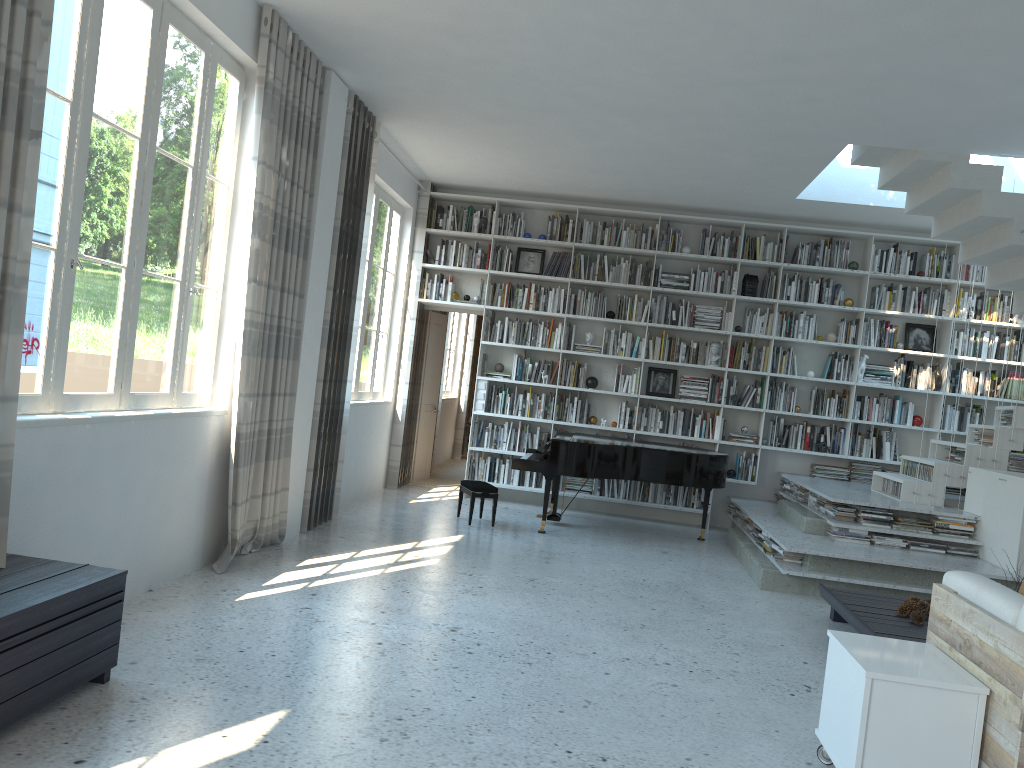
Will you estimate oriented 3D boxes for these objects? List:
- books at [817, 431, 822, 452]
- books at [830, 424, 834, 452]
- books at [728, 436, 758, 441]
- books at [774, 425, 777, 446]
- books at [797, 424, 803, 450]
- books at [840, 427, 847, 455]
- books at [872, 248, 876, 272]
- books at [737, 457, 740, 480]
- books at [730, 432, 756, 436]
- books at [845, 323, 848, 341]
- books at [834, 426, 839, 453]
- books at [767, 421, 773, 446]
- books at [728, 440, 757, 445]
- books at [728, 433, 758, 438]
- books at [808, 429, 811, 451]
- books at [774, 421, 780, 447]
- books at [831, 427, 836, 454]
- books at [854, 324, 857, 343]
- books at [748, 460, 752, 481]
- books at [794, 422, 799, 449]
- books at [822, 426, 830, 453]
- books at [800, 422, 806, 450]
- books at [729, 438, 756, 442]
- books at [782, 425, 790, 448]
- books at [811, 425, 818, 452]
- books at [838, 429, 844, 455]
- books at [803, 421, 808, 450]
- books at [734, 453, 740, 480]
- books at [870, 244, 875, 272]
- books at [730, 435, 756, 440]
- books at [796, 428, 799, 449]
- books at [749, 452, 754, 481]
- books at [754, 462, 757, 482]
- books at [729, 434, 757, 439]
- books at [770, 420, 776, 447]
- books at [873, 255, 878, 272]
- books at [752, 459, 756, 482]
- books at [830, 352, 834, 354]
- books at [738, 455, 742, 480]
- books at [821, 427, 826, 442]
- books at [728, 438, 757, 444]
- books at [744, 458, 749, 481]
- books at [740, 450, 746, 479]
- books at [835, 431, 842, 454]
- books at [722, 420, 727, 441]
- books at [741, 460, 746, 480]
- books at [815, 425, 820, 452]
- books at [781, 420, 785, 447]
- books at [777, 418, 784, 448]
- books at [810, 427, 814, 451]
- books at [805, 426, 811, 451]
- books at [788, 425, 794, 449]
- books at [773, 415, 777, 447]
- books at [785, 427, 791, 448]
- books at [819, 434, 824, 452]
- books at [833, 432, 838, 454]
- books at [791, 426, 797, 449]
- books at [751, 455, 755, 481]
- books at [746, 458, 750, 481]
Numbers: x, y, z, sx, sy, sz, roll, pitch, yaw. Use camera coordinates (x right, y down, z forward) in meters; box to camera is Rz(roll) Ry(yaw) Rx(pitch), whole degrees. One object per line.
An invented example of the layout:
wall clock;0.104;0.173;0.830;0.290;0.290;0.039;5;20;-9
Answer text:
books;3.110;0.581;9.023;0.022;0.211;0.135;7;1;6
books;3.235;0.554;9.008;0.013;0.294;0.134;7;1;6
books;2.352;0.558;9.047;0.285;0.012;0.159;7;0;9
books;2.679;0.517;9.074;0.015;0.240;0.152;7;1;6
books;2.914;0.538;9.031;0.025;0.252;0.181;7;1;6
books;3.347;0.578;8.986;0.025;0.272;0.171;7;1;6
books;3.630;-1.233;8.959;0.014;0.264;0.140;7;1;6
books;2.294;0.854;9.028;0.012;0.229;0.129;7;1;6
books;2.357;0.509;9.042;0.254;0.012;0.161;7;0;15
books;3.374;-0.506;9.006;0.011;0.228;0.131;7;1;6
books;3.282;0.565;9.018;0.012;0.282;0.143;7;1;6
books;2.633;0.505;9.073;0.012;0.254;0.161;7;1;6
books;2.348;0.594;9.048;0.285;0.012;0.159;7;0;9
books;2.357;0.521;9.049;0.285;0.012;0.159;7;0;10
books;3.017;0.557;9.034;0.025;0.238;0.156;7;1;6
books;2.696;0.511;9.047;0.023;0.256;0.178;7;1;6
books;3.250;0.570;9.008;0.021;0.265;0.150;7;1;6
books;3.452;-0.493;8.981;0.013;0.221;0.155;7;1;6
books;2.398;0.875;8.991;0.011;0.212;0.178;7;1;6
books;2.884;0.527;9.045;0.014;0.268;0.171;7;1;6
books;3.192;0.563;9.004;0.070;0.266;0.186;7;1;6
books;2.960;0.527;9.045;0.012;0.285;0.159;7;1;6
books;2.351;0.570;9.049;0.254;0.012;0.161;7;0;12
books;2.779;0.533;9.053;0.065;0.231;0.162;7;1;6
books;3.063;0.550;9.019;0.026;0.262;0.173;7;1;6
books;3.321;0.582;8.989;0.026;0.258;0.156;7;1;6
books;2.970;0.524;9.022;0.012;0.293;0.175;7;1;6
books;2.286;0.836;9.020;0.005;0.264;0.162;7;1;6
books;3.610;-1.251;8.952;0.028;0.294;0.150;7;1;6
books;2.355;0.546;9.051;0.254;0.012;0.161;7;0;11
books;2.895;0.551;9.050;0.012;0.221;0.153;7;1;6
books;2.419;0.840;8.996;0.021;0.285;0.172;7;1;6
books;2.461;0.885;9.012;0.012;0.206;0.160;7;1;6
books;2.354;0.533;9.040;0.254;0.012;0.161;7;0;6
books;2.649;0.502;9.051;0.023;0.262;0.186;7;1;6
books;3.641;-1.191;8.930;0.022;0.182;0.190;7;1;6
books;2.448;0.870;9.001;0.013;0.233;0.149;7;1;6
books;3.245;-0.181;9.014;0.016;0.290;0.135;7;1;6
books;2.306;0.847;9.009;0.014;0.246;0.176;7;1;6
books;3.153;0.567;9.014;0.012;0.249;0.164;7;1;6
books;2.351;0.582;9.052;0.285;0.012;0.159;7;0;11
books;2.369;0.865;8.995;0.026;0.225;0.175;7;1;6
books;2.335;0.823;9.025;0.032;0.300;0.149;7;1;6
books;3.294;0.594;8.985;0.025;0.228;0.175;7;1;6
books;2.176;0.473;9.133;0.030;0.210;0.136;7;1;6
books;2.351;0.874;9.022;0.013;0.202;0.139;7;1;6
books;3.089;0.553;9.023;0.026;0.263;0.169;7;1;6
books;2.744;0.506;9.050;0.010;0.277;0.174;7;1;6
books;2.724;0.495;9.043;0.030;0.294;0.188;7;1;6
books;3.041;0.557;9.038;0.021;0.242;0.131;7;1;6
books;2.989;0.551;9.023;0.031;0.244;0.184;7;1;6
books;2.838;0.538;9.057;0.029;0.235;0.142;7;1;6
books;2.669;0.477;9.050;0.010;0.316;0.186;7;1;6
books;2.817;0.544;9.050;0.011;0.217;0.175;7;1;6
books;3.131;0.599;9.014;0.025;0.181;0.169;7;1;6
books;3.263;0.595;8.994;0.013;0.220;0.168;7;1;6
books;2.864;0.544;9.050;0.024;0.228;0.159;7;1;6
books;2.439;0.850;9.016;0.015;0.271;0.157;7;1;6
books;2.390;0.867;9.009;0.012;0.225;0.149;7;1;6
